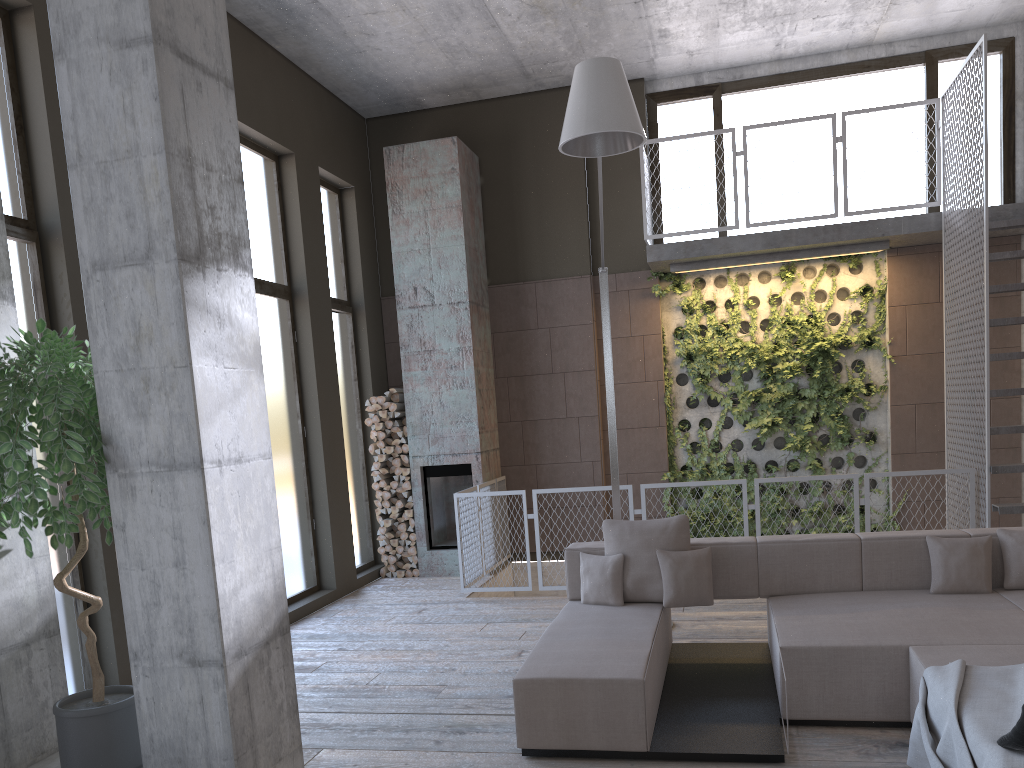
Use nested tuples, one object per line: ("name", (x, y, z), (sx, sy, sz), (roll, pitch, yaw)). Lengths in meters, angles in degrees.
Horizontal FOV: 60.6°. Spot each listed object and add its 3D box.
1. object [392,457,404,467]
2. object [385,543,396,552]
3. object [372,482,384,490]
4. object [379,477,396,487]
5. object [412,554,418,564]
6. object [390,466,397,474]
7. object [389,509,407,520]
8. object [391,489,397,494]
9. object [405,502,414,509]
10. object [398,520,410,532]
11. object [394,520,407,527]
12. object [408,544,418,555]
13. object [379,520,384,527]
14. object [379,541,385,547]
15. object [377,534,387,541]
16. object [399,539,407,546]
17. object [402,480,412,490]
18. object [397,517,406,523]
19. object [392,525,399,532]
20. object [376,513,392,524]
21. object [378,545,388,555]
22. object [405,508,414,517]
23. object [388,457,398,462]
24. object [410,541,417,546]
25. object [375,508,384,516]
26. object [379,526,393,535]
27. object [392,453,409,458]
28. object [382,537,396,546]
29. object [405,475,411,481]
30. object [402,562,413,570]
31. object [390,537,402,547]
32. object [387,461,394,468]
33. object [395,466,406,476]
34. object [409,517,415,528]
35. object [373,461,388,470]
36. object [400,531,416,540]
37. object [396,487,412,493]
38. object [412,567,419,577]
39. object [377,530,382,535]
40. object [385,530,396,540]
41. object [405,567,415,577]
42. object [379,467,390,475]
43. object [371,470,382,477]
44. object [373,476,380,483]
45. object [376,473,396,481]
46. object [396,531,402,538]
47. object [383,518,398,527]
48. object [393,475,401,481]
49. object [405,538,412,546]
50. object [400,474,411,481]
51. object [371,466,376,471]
("object", (-1.226, 0.851, 9.658), (0.098, 0.108, 0.291), (-3, -1, 13))
("object", (-1.308, 1.809, 9.892), (0.091, 0.090, 0.451), (-3, -1, 14))
("object", (-1.442, 1.125, 9.828), (0.092, 0.093, 0.433), (-3, -1, 14))
("object", (-1.359, 1.089, 9.808), (0.091, 0.090, 0.451), (-3, -1, 14))
("object", (-1.015, 1.924, 9.783), (0.064, 0.126, 0.360), (-3, -1, 15))
("object", (-1.249, 0.941, 9.778), (0.101, 0.087, 0.359), (-4, -1, 14))
("object", (-1.239, 1.446, 9.789), (0.115, 0.080, 0.431), (-4, -1, 13))
("object", (-1.264, 1.176, 9.768), (0.064, 0.075, 0.356), (-3, -1, 12))
("object", (-1.070, 1.330, 9.776), (0.115, 0.080, 0.431), (-4, -1, 13))
("object", (-1.175, 1.570, 9.742), (0.098, 0.108, 0.291), (-3, -1, 13))
("object", (-1.228, 1.540, 9.808), (0.064, 0.075, 0.356), (-3, -1, 15))
("object", (-1.060, 1.820, 9.708), (0.101, 0.104, 0.290), (-4, -1, 12))
("object", (-1.376, 1.541, 9.812), (0.067, 0.068, 0.419), (-4, -1, 13))
("object", (-1.379, 1.775, 9.883), (0.067, 0.086, 0.421), (-3, -1, 16))
("object", (-1.402, 1.703, 9.867), (0.122, 0.068, 0.360), (-4, -1, 13))
("object", (-1.160, 1.752, 9.832), (0.067, 0.068, 0.419), (-3, -1, 14))
("object", (-1.111, 1.101, 9.624), (0.101, 0.104, 0.290), (-4, -1, 12))
("object", (-1.178, 1.495, 9.764), (0.089, 0.057, 0.329), (-4, -1, 14))
("object", (-1.251, 1.607, 9.902), (0.104, 0.103, 0.289), (-3, -1, 14))
("object", (-1.426, 1.511, 9.896), (0.070, 0.119, 0.361), (-3, -1, 13))
("object", (-1.391, 1.845, 9.912), (0.092, 0.093, 0.433), (-3, -1, 14))
("object", (-1.062, 1.410, 9.761), (0.093, 0.084, 0.475), (-4, -1, 14))
("object", (-1.279, 0.820, 9.724), (0.064, 0.075, 0.356), (-3, -1, 15))
("object", (-1.058, 1.744, 9.697), (0.063, 0.048, 0.248), (-4, -1, 12))
("object", (-1.423, 1.408, 9.871), (0.080, 0.108, 0.432), (-3, -1, 13))
("object", (-1.360, 1.611, 9.842), (0.091, 0.090, 0.451), (-3, -1, 15))
("object", (-1.229, 0.776, 9.680), (0.089, 0.057, 0.329), (-4, -1, 14))
("object", (-1.343, 1.737, 9.784), (0.071, 0.073, 0.419), (-3, -1, 14))
("object", (-1.109, 1.025, 9.613), (0.063, 0.048, 0.248), (-4, -1, 12))
("object", (-1.108, 2.022, 9.878), (0.115, 0.080, 0.431), (-4, -1, 13))
("object", (-1.235, 1.748, 9.847), (0.093, 0.084, 0.475), (-4, -1, 14))
("object", (-1.302, 0.887, 9.818), (0.104, 0.103, 0.289), (-3, -1, 14))
("object", (-1.179, 0.950, 9.736), (0.092, 0.094, 0.433), (-3, -1, 14))
("object", (-1.043, 1.520, 9.736), (0.064, 0.126, 0.360), (-3, -1, 15))
("object", (-1.411, 0.891, 9.758), (0.091, 0.090, 0.451), (-3, -1, 15))
("object", (-1.128, 1.669, 9.820), (0.092, 0.094, 0.433), (-3, -1, 14))
("object", (-1.167, 1.155, 9.738), (0.122, 0.068, 0.360), (-4, -1, 15))
("object", (-1.004, 2.079, 9.851), (0.092, 0.093, 0.433), (-4, -1, 13))
("object", (-1.410, 1.635, 9.887), (0.067, 0.072, 0.419), (-3, -1, 15))
("object", (-1.299, 1.680, 9.877), (0.115, 0.080, 0.431), (-4, -1, 14))
("object", (-1.087, 2.094, 9.877), (0.091, 0.090, 0.451), (-4, -1, 13))
("object", (-1.350, 0.961, 9.794), (0.115, 0.080, 0.431), (-4, -1, 14))
("object", (-1.452, 0.983, 9.783), (0.122, 0.068, 0.360), (-4, -1, 13))
("object", (-1.430, 1.056, 9.799), (0.067, 0.086, 0.421), (-3, -1, 16))
("object", (-1.393, 1.017, 9.700), (0.071, 0.073, 0.419), (-3, -1, 14))
("object", (-1.199, 1.660, 9.862), (0.101, 0.087, 0.359), (-4, -1, 14))
("object", (-1.304, 1.525, 9.790), (0.093, 0.084, 0.475), (-4, -1, 13))
("object", (-1.211, 1.033, 9.748), (0.067, 0.068, 0.419), (-3, -1, 14))
("object", (-1.082, 1.744, 9.812), (0.067, 0.068, 0.419), (-3, -1, 14))
("object", (-1.133, 1.025, 9.728), (0.067, 0.068, 0.419), (-3, -1, 14))
("object", (-1.460, 0.916, 9.803), (0.067, 0.072, 0.419), (-3, -1, 15))
